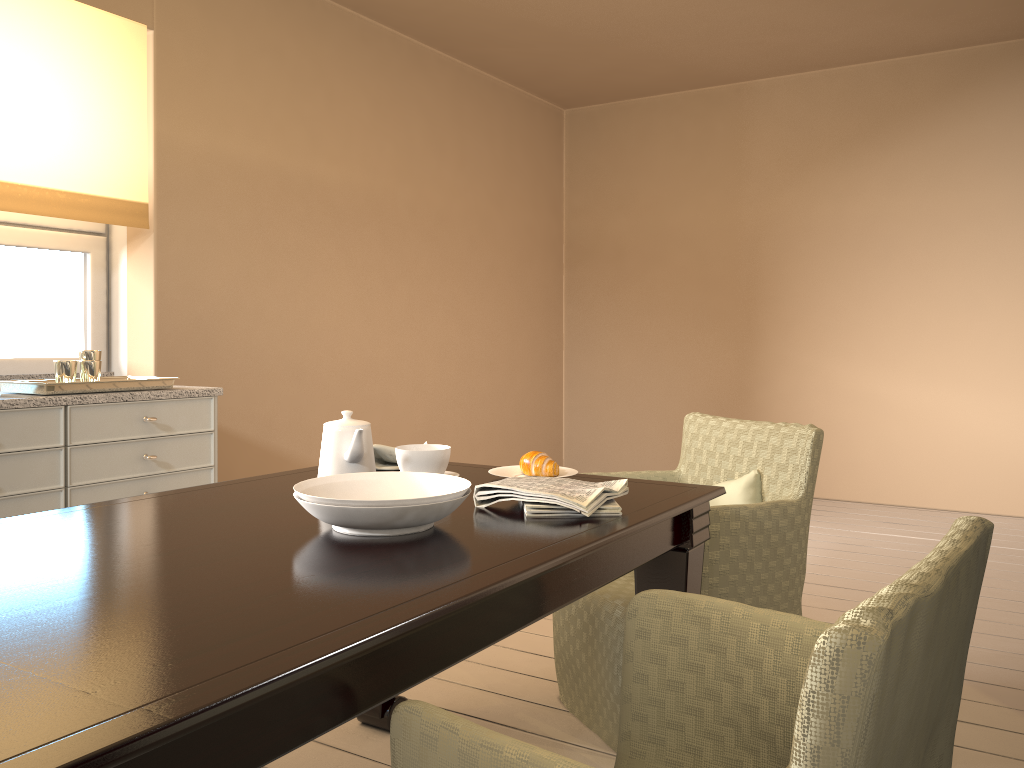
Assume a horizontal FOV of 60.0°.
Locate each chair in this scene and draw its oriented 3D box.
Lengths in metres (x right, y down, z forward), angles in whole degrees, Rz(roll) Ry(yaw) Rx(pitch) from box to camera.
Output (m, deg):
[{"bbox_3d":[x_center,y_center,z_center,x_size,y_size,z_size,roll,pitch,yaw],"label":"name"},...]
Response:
[{"bbox_3d":[0.210,0.551,0.992,0.561,0.801,0.564,1,2,38],"label":"chair"},{"bbox_3d":[0.411,0.490,2.258,0.561,0.801,0.564,0,1,-22],"label":"chair"}]

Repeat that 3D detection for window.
[{"bbox_3d":[-2.577,-0.627,2.073,0.047,1.352,3.569,0,2,32],"label":"window"}]

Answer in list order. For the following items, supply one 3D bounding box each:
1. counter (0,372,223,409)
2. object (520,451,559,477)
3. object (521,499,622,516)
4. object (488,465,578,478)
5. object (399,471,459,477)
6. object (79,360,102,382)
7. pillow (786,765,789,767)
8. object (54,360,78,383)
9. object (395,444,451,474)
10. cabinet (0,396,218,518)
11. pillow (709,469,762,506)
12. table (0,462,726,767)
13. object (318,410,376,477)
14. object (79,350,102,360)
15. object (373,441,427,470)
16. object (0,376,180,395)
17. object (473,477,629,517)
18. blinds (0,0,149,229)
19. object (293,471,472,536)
[{"bbox_3d":[-2.367,0.080,1.350,0.652,0.068,4.241,2,3,32],"label":"counter"},{"bbox_3d":[0.056,0.172,1.929,0.062,0.051,0.138,-1,3,-39],"label":"object"},{"bbox_3d":[0.100,0.211,1.620,0.164,0.026,0.232,0,3,-3],"label":"object"},{"bbox_3d":[0.046,0.196,1.922,0.194,0.014,0.194,0,3,8],"label":"object"},{"bbox_3d":[-0.188,0.199,1.877,0.154,0.012,0.154,0,3,-7],"label":"object"},{"bbox_3d":[-1.273,-0.027,2.674,0.063,0.090,0.063,0,1,4],"label":"object"},{"bbox_3d":[0.288,0.425,0.917,0.192,0.294,0.440,1,2,31],"label":"pillow"},{"bbox_3d":[-1.317,-0.024,2.615,0.063,0.090,0.063,0,1,4],"label":"object"},{"bbox_3d":[-0.192,0.169,1.878,0.125,0.069,0.116,1,2,25],"label":"object"},{"bbox_3d":[-2.419,0.489,1.381,0.847,0.771,4.224,1,3,32],"label":"cabinet"},{"bbox_3d":[0.515,0.359,2.291,0.247,0.294,0.316,-1,2,-45],"label":"pillow"},{"bbox_3d":[-0.477,0.563,1.215,0.918,0.653,1.992,1,3,32],"label":"table"},{"bbox_3d":[-0.330,0.132,1.794,0.198,0.156,0.118,2,2,38],"label":"object"},{"bbox_3d":[-1.272,-0.057,2.673,0.063,0.090,0.063,0,1,4],"label":"object"},{"bbox_3d":[-0.257,0.162,2.118,0.204,0.063,0.197,0,3,-6],"label":"object"},{"bbox_3d":[-1.300,0.002,2.734,0.274,0.034,0.446,2,3,32],"label":"object"},{"bbox_3d":[0.071,0.198,1.598,0.233,0.051,0.164,2,3,32],"label":"object"},{"bbox_3d":[-2.335,-0.914,1.894,0.022,0.782,3.551,0,2,32],"label":"blinds"},{"bbox_3d":[-0.206,0.194,1.424,0.281,0.066,0.282,1,3,26],"label":"object"}]
